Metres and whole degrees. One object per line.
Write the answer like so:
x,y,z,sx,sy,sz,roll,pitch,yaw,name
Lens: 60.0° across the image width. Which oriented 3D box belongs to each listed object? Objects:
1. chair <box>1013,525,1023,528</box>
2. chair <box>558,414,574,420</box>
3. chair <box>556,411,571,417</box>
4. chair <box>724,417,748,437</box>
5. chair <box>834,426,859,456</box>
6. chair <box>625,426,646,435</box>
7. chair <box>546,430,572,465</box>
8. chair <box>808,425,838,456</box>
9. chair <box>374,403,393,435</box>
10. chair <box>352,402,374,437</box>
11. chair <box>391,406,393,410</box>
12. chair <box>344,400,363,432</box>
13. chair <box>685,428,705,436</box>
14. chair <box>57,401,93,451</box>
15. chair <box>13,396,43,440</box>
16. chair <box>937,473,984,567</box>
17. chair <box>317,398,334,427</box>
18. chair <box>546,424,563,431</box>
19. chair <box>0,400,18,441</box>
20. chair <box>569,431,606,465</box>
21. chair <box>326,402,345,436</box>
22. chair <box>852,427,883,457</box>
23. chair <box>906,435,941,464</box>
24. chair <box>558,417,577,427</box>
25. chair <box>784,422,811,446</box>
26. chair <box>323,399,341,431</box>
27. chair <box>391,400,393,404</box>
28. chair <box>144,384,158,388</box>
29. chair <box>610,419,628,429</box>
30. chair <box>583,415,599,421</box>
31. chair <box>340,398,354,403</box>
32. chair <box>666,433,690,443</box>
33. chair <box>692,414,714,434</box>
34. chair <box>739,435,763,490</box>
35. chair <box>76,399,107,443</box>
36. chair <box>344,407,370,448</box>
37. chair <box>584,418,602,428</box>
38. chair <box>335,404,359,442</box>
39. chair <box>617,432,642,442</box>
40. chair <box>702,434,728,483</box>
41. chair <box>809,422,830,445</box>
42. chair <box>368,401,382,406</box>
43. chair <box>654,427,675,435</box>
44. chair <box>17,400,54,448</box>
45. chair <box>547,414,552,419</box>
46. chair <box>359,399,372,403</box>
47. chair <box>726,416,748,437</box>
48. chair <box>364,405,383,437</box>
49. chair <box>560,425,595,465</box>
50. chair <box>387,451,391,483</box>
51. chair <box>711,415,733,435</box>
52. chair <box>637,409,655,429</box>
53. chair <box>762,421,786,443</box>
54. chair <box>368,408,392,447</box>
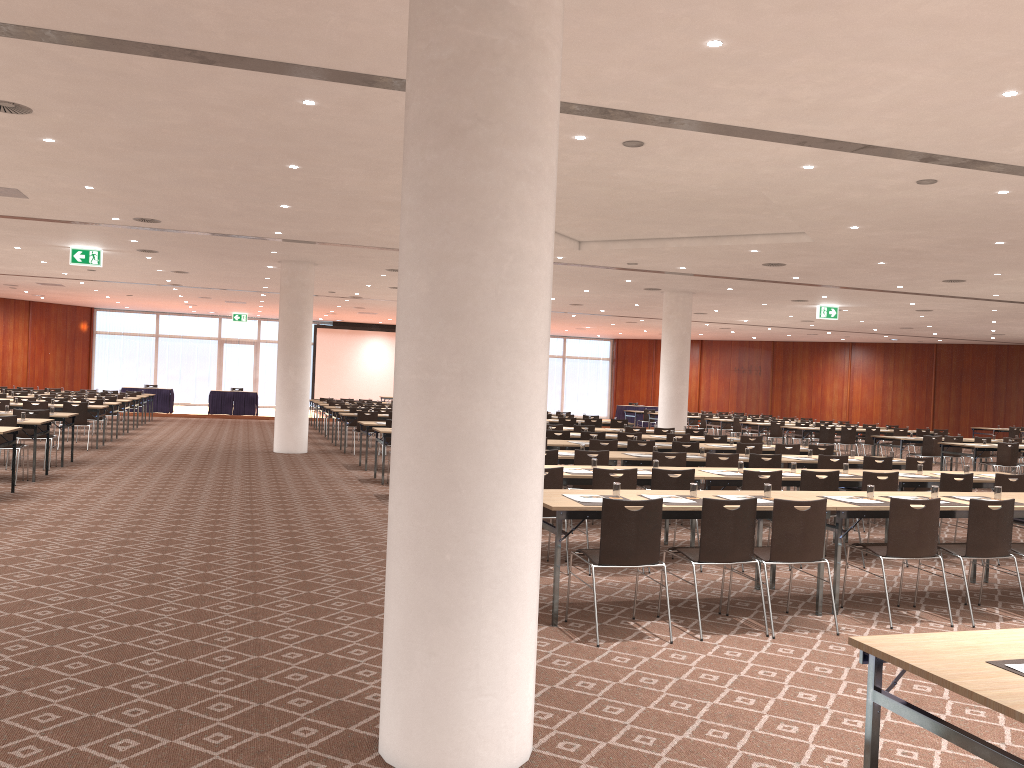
5.693,1.426,9.677,0.536,0.939,0.613,2,0,-15,chair
1.286,1.225,22.401,0.536,0.939,0.613,2,0,-17,chair
1.347,1.226,24.508,0.536,0.939,0.613,2,0,-17,chair
6.623,1.450,26.160,0.536,0.939,0.613,2,0,-17,chair
8.409,1.529,22.460,0.536,0.939,0.613,2,0,-15,chair
2.273,1.273,16.919,0.536,0.939,0.613,2,0,-17,chair
0.664,1.207,14.426,0.536,0.939,0.613,2,1,-19,chair
7.784,1.503,22.187,0.536,0.939,0.613,2,0,-15,chair
-3.579,1.015,25.111,0.536,0.939,0.613,2,0,-14,chair
-4.186,0.990,24.972,0.536,0.939,0.613,2,0,-17,chair
-2.995,1.042,23.162,0.536,0.939,0.613,2,1,-19,chair
-4.755,0.963,26.808,0.536,0.939,0.613,2,0,-18,chair
3.469,1.323,17.280,0.536,0.939,0.613,2,1,-19,chair
-8.531,0.811,17.353,0.536,0.939,0.613,2,1,-18,chair
-10.308,0.734,18.820,0.536,0.939,0.613,2,0,-14,chair
4.480,1.374,9.231,0.536,0.939,0.613,2,1,-20,chair
-5.992,0.909,28.560,0.536,0.939,0.613,2,0,-14,chair
0.671,1.205,16.472,0.536,0.939,0.613,2,0,-17,chair
-9.842,0.756,17.019,0.536,0.939,0.613,2,0,-14,chair
1.253,1.232,14.523,0.536,0.939,0.613,2,0,-16,chair
-4.900,0.959,24.676,0.536,0.939,0.613,2,0,-16,chair
9.059,1.557,22.571,0.536,0.939,0.613,2,0,-17,chair
8.778,1.549,18.839,0.536,0.939,0.613,2,0,-16,chair
1.192,1.223,20.284,0.536,0.939,0.613,2,1,-19,chair
7.844,1.504,24.293,0.536,0.939,0.613,2,0,-15,chair
-5.396,0.936,26.695,0.536,0.939,0.613,2,1,-19,chair
-3.804,1.002,29.220,0.536,0.939,0.613,2,0,-16,chair
-12.720,0.492,31.149,0.536,0.939,0.613,2,0,-14,chair
2.429,1.276,20.701,0.536,0.939,0.613,2,0,-14,chair
1.935,1.253,22.560,0.536,0.939,0.613,2,0,-15,chair
-5.387,0.935,28.786,0.536,0.939,0.613,2,0,-16,chair
2.733,1.294,15.050,0.536,0.939,0.613,2,0,-15,chair
6.068,1.424,28.081,0.536,0.939,0.613,2,0,-18,chair
4.055,1.350,15.404,0.536,0.939,0.613,2,0,-16,chair
-9.085,0.786,19.189,0.536,0.939,0.613,2,1,-20,chair
-3.645,1.016,20.914,0.536,0.939,0.613,2,0,-16,chair
1.790,1.249,20.428,0.536,0.939,0.613,2,0,-18,chair
-4.242,0.989,22.867,0.536,0.939,0.613,2,1,-20,chair
1.874,1.258,14.747,0.536,0.939,0.613,2,0,-16,chair
3.385,1.322,15.166,0.536,0.939,0.613,2,1,-19,chair
8.461,1.530,24.564,0.536,0.939,0.613,2,0,-18,chair
-4.210,0.987,27.009,0.536,0.939,0.613,2,0,-14,chair
2.853,1.297,17.130,0.536,0.939,0.613,2,0,-17,chair
-9.157,0.785,17.079,0.536,0.939,0.613,2,0,-18,chair
0.715,1.201,22.192,0.536,0.939,0.613,2,0,-18,chair
-4.811,0.959,28.880,0.536,0.939,0.613,2,1,-19,chair
7.222,1.473,28.367,0.536,0.939,0.613,2,1,-20,chair
-3.638,1.015,23.005,0.536,0.939,0.613,2,0,-14,chair
1.277,1.231,16.699,0.536,0.939,0.613,2,1,-20,chair
-1.607,1.110,13.741,0.536,0.939,0.613,2,0,-17,chair
6.675,1.450,28.118,0.536,0.939,0.613,2,0,-16,chair
4.845,1.368,31.743,0.536,0.939,0.613,2,0,-14,chair
7.155,1.474,24.232,0.536,0.939,0.613,2,0,-16,chair
-3.093,1.040,21.044,0.536,0.939,0.613,2,0,-14,chair
